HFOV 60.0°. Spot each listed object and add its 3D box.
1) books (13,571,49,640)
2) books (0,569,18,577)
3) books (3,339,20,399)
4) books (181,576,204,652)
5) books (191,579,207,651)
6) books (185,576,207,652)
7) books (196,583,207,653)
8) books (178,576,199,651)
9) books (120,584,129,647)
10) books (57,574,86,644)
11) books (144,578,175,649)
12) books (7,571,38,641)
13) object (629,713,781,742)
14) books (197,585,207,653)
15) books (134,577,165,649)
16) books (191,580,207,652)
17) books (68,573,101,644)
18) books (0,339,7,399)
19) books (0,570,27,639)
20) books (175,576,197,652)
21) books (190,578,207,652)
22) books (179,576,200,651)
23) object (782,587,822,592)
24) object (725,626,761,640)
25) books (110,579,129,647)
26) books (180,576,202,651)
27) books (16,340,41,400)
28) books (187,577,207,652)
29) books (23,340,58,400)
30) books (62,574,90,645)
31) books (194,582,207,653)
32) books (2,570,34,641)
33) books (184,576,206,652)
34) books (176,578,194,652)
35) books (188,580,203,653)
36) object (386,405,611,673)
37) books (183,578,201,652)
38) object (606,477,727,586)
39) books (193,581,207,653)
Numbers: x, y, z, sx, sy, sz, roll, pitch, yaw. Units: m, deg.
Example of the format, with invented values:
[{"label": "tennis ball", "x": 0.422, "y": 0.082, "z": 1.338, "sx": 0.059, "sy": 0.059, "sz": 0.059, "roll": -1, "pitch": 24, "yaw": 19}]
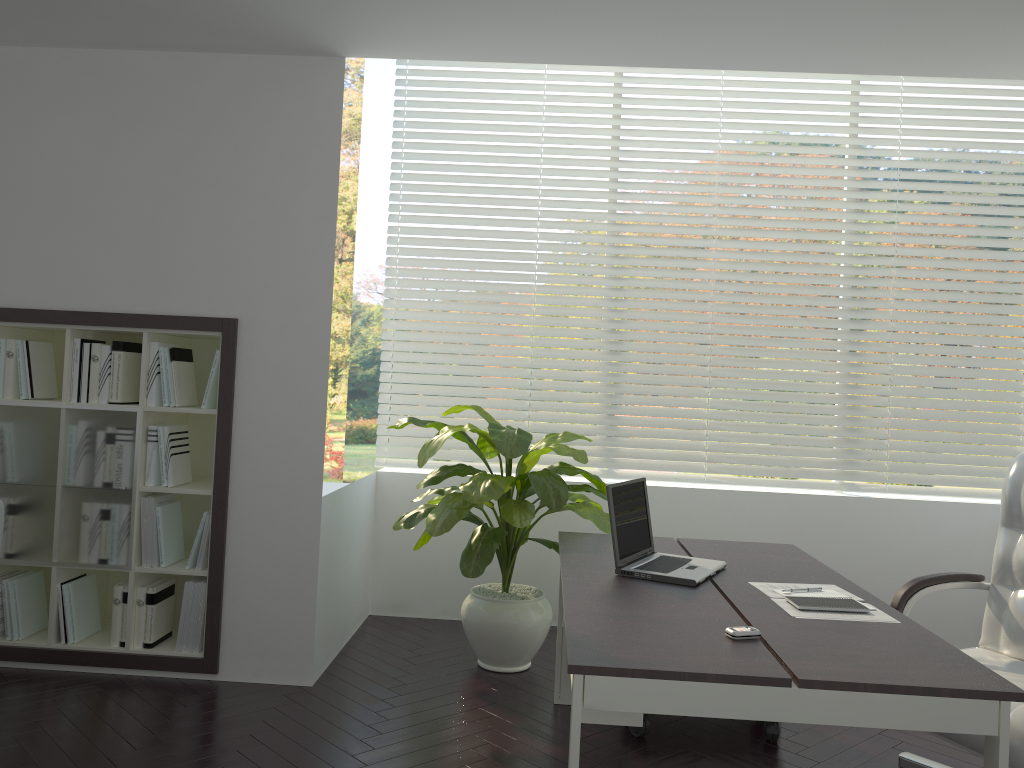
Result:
[{"label": "books", "x": -2.120, "y": 0.972, "z": 3.908, "sx": 0.058, "sy": 0.258, "sz": 0.207, "roll": 3, "pitch": -1, "yaw": 3}, {"label": "books", "x": -2.261, "y": 0.967, "z": 3.906, "sx": 0.040, "sy": 0.258, "sz": 0.207, "roll": 3, "pitch": -1, "yaw": 3}, {"label": "books", "x": -2.164, "y": -0.063, "z": 3.920, "sx": 0.040, "sy": 0.258, "sz": 0.207, "roll": 3, "pitch": -1, "yaw": 3}, {"label": "books", "x": -1.374, "y": 0.990, "z": 3.867, "sx": 0.032, "sy": 0.297, "sz": 0.211, "roll": 3, "pitch": -1, "yaw": 3}, {"label": "books", "x": -1.336, "y": 0.990, "z": 3.869, "sx": 0.032, "sy": 0.299, "sz": 0.214, "roll": 3, "pitch": -1, "yaw": 3}, {"label": "books", "x": -1.358, "y": 0.991, "z": 3.866, "sx": 0.032, "sy": 0.297, "sz": 0.211, "roll": 3, "pitch": -1, "yaw": 3}, {"label": "books", "x": -1.314, "y": 0.991, "z": 3.865, "sx": 0.032, "sy": 0.303, "sz": 0.219, "roll": 3, "pitch": -1, "yaw": 3}, {"label": "books", "x": -1.391, "y": 0.987, "z": 3.871, "sx": 0.032, "sy": 0.299, "sz": 0.214, "roll": 3, "pitch": -1, "yaw": 3}, {"label": "books", "x": -1.648, "y": 0.996, "z": 3.892, "sx": 0.040, "sy": 0.258, "sz": 0.207, "roll": 3, "pitch": -1, "yaw": 3}, {"label": "books", "x": -1.923, "y": 0.982, "z": 3.888, "sx": 0.060, "sy": 0.260, "sz": 0.207, "roll": 3, "pitch": -1, "yaw": 2}, {"label": "books", "x": -1.546, "y": 1.001, "z": 3.888, "sx": 0.040, "sy": 0.258, "sz": 0.207, "roll": 3, "pitch": -1, "yaw": 3}, {"label": "books", "x": -2.138, "y": 0.973, "z": 3.893, "sx": 0.058, "sy": 0.258, "sz": 0.207, "roll": 3, "pitch": -1, "yaw": 3}, {"label": "object", "x": 0.749, "y": 1.007, "z": 3.469, "sx": 0.605, "sy": 0.675, "sz": 0.326, "roll": 3, "pitch": -1, "yaw": 2}, {"label": "books", "x": -1.308, "y": 0.993, "z": 3.864, "sx": 0.032, "sy": 0.297, "sz": 0.211, "roll": 3, "pitch": -1, "yaw": 3}, {"label": "books", "x": -1.587, "y": 0.999, "z": 3.885, "sx": 0.040, "sy": 0.258, "sz": 0.207, "roll": 3, "pitch": -1, "yaw": 3}, {"label": "books", "x": -1.330, "y": 0.990, "z": 3.864, "sx": 0.032, "sy": 0.301, "sz": 0.216, "roll": 3, "pitch": -1, "yaw": 3}, {"label": "books", "x": -1.879, "y": 0.984, "z": 3.898, "sx": 0.058, "sy": 0.258, "sz": 0.207, "roll": 3, "pitch": -1, "yaw": 3}, {"label": "books", "x": -2.210, "y": -0.066, "z": 3.928, "sx": 0.040, "sy": 0.258, "sz": 0.207, "roll": 3, "pitch": -1, "yaw": 3}, {"label": "books", "x": -2.214, "y": 0.969, "z": 3.899, "sx": 0.040, "sy": 0.258, "sz": 0.207, "roll": 3, "pitch": -1, "yaw": 3}, {"label": "books", "x": -1.402, "y": 0.989, "z": 3.868, "sx": 0.032, "sy": 0.297, "sz": 0.211, "roll": 3, "pitch": -1, "yaw": 3}, {"label": "books", "x": -1.341, "y": 0.989, "z": 3.869, "sx": 0.032, "sy": 0.299, "sz": 0.214, "roll": 3, "pitch": -1, "yaw": 3}, {"label": "books", "x": -1.386, "y": 0.988, "z": 3.871, "sx": 0.032, "sy": 0.299, "sz": 0.214, "roll": 3, "pitch": -1, "yaw": 3}, {"label": "object", "x": 0.897, "y": 0.638, "z": 2.748, "sx": 0.158, "sy": 0.011, "sz": 0.011, "roll": 3, "pitch": -1, "yaw": -23}, {"label": "object", "x": 0.576, "y": 0.620, "z": 2.210, "sx": 0.084, "sy": 0.021, "sz": 0.047, "roll": 3, "pitch": 0, "yaw": -18}, {"label": "books", "x": -1.689, "y": 0.994, "z": 3.890, "sx": 0.040, "sy": 0.258, "sz": 0.207, "roll": 3, "pitch": -1, "yaw": 3}, {"label": "books", "x": -1.380, "y": 0.988, "z": 3.866, "sx": 0.032, "sy": 0.301, "sz": 0.216, "roll": 3, "pitch": -1, "yaw": 3}, {"label": "books", "x": -2.115, "y": -0.061, "z": 3.921, "sx": 0.060, "sy": 0.260, "sz": 0.207, "roll": 3, "pitch": -1, "yaw": 3}, {"label": "books", "x": -1.352, "y": 0.992, "z": 3.866, "sx": 0.032, "sy": 0.297, "sz": 0.211, "roll": 3, "pitch": -1, "yaw": 3}, {"label": "books", "x": -2.090, "y": -0.060, "z": 3.931, "sx": 0.058, "sy": 0.258, "sz": 0.207, "roll": 3, "pitch": -1, "yaw": 3}, {"label": "books", "x": -1.897, "y": 0.985, "z": 3.883, "sx": 0.058, "sy": 0.258, "sz": 0.207, "roll": 3, "pitch": -1, "yaw": 3}, {"label": "books", "x": -1.319, "y": 0.993, "z": 3.865, "sx": 0.032, "sy": 0.297, "sz": 0.211, "roll": 3, "pitch": -1, "yaw": 3}, {"label": "books", "x": -2.164, "y": 0.970, "z": 3.898, "sx": 0.060, "sy": 0.260, "sz": 0.207, "roll": 3, "pitch": -1, "yaw": 2}, {"label": "books", "x": -1.363, "y": 0.988, "z": 3.867, "sx": 0.032, "sy": 0.303, "sz": 0.219, "roll": 3, "pitch": -1, "yaw": 3}, {"label": "books", "x": -1.396, "y": 0.989, "z": 3.867, "sx": 0.032, "sy": 0.297, "sz": 0.211, "roll": 3, "pitch": -1, "yaw": 3}, {"label": "books", "x": -1.347, "y": 0.992, "z": 3.865, "sx": 0.032, "sy": 0.297, "sz": 0.211, "roll": 3, "pitch": -1, "yaw": 3}, {"label": "object", "x": -0.024, "y": 0.708, "z": 4.152, "sx": 1.120, "sy": 1.199, "sz": 1.026, "roll": 3, "pitch": -1, "yaw": -19}, {"label": "books", "x": -1.369, "y": 0.991, "z": 3.867, "sx": 0.032, "sy": 0.297, "sz": 0.211, "roll": 3, "pitch": -1, "yaw": 3}, {"label": "object", "x": 0.530, "y": 0.487, "z": 3.008, "sx": 0.320, "sy": 0.288, "sz": 0.380, "roll": 2, "pitch": -1, "yaw": 27}, {"label": "books", "x": -1.325, "y": 0.993, "z": 3.865, "sx": 0.032, "sy": 0.297, "sz": 0.211, "roll": 3, "pitch": -1, "yaw": 3}]
